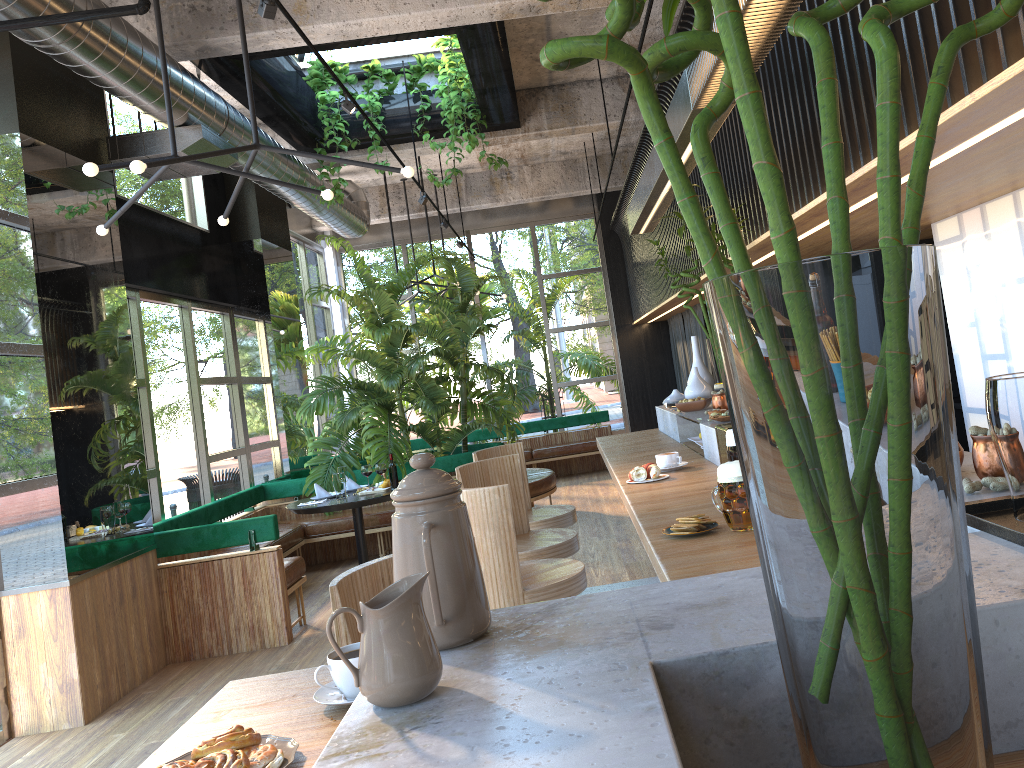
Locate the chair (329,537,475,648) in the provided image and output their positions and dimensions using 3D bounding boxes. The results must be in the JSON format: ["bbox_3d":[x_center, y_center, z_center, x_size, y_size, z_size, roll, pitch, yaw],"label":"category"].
[{"bbox_3d":[-0.070,0.886,2.016,0.576,0.971,0.518,-6,-3,-42],"label":"chair"}]

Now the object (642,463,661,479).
[{"bbox_3d":[0.531,0.333,3.408,0.073,0.060,0.125,-8,-1,-29],"label":"object"}]

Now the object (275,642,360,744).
[{"bbox_3d":[-0.341,0.471,1.294,0.173,0.073,0.436,-9,0,36],"label":"object"}]

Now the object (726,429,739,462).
[{"bbox_3d":[0.644,0.237,2.476,0.071,0.233,0.078,-10,-4,33],"label":"object"}]

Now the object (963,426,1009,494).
[{"bbox_3d":[0.833,0.126,1.556,0.162,0.107,0.085,-8,-2,-44],"label":"object"}]

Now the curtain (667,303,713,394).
[{"bbox_3d":[2.314,0.068,11.313,0.122,2.062,3.264,-8,-1,3],"label":"curtain"}]

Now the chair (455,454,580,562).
[{"bbox_3d":[0.062,0.852,4.346,0.570,0.971,0.523,-7,-3,-24],"label":"chair"}]

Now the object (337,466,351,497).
[{"bbox_3d":[-1.386,0.803,7.318,0.095,0.245,0.089,-7,-3,-17],"label":"object"}]

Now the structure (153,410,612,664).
[{"bbox_3d":[0.141,0.706,3.090,6.041,1.552,20.054,-8,0,3],"label":"structure"}]

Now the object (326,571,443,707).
[{"bbox_3d":[-0.127,0.266,0.924,0.098,0.119,0.088,-9,-2,9],"label":"object"}]

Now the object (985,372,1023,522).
[{"bbox_3d":[0.751,0.090,1.283,0.111,0.210,0.100,-6,-4,-45],"label":"object"}]

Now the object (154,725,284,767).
[{"bbox_3d":[-0.385,0.489,1.149,0.161,0.053,0.154,-8,0,-45],"label":"object"}]

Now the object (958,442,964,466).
[{"bbox_3d":[0.787,0.148,1.760,0.188,0.073,0.232,-8,0,21],"label":"object"}]

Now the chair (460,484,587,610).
[{"bbox_3d":[0.036,0.860,3.599,0.527,0.971,0.567,-9,-3,24],"label":"chair"}]

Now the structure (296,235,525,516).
[{"bbox_3d":[-1.139,-0.043,9.772,2.497,3.443,2.594,-8,-2,-15],"label":"structure"}]

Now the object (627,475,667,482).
[{"bbox_3d":[0.519,0.362,3.398,0.116,0.005,0.126,-8,0,40],"label":"object"}]

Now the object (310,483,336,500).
[{"bbox_3d":[-1.567,0.889,7.406,0.240,0.139,0.225,-8,-1,-16],"label":"object"}]

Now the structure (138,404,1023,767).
[{"bbox_3d":[2.457,0.275,2.318,5.861,1.734,7.102,-8,0,1],"label":"structure"}]

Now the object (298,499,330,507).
[{"bbox_3d":[-1.584,0.949,7.146,0.256,0.019,0.157,-8,0,-1],"label":"object"}]

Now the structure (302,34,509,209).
[{"bbox_3d":[-0.924,-2.520,8.491,2.078,1.519,1.472,-9,-2,29],"label":"structure"}]

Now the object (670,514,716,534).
[{"bbox_3d":[0.462,0.361,2.291,0.092,0.041,0.148,-9,0,35],"label":"object"}]

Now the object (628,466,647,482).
[{"bbox_3d":[0.478,0.341,3.391,0.061,0.059,0.073,-8,-1,-8],"label":"object"}]

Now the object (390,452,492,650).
[{"bbox_3d":[-0.103,0.204,1.127,0.124,0.235,0.204,-7,-2,-31],"label":"object"}]

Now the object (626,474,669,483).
[{"bbox_3d":[0.520,0.364,3.402,0.164,0.005,0.170,-8,0,12],"label":"object"}]

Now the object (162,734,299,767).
[{"bbox_3d":[-0.386,0.509,1.155,0.196,0.013,0.216,-8,0,37],"label":"object"}]

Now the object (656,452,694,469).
[{"bbox_3d":[0.653,0.308,3.598,0.137,0.064,0.107,-8,-1,-20],"label":"object"}]

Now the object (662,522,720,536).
[{"bbox_3d":[0.461,0.376,2.288,0.157,0.013,0.143,-9,0,-28],"label":"object"}]

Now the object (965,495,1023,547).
[{"bbox_3d":[0.793,0.180,1.163,0.273,0.019,0.436,-8,0,2],"label":"object"}]

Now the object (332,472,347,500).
[{"bbox_3d":[-1.385,0.823,7.149,0.100,0.210,0.110,-10,-3,35],"label":"object"}]

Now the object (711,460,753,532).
[{"bbox_3d":[0.576,0.280,2.253,0.112,0.172,0.135,-8,-2,-5],"label":"object"}]

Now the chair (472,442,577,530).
[{"bbox_3d":[0.109,0.840,5.154,0.538,0.971,0.555,-9,-2,11],"label":"chair"}]
